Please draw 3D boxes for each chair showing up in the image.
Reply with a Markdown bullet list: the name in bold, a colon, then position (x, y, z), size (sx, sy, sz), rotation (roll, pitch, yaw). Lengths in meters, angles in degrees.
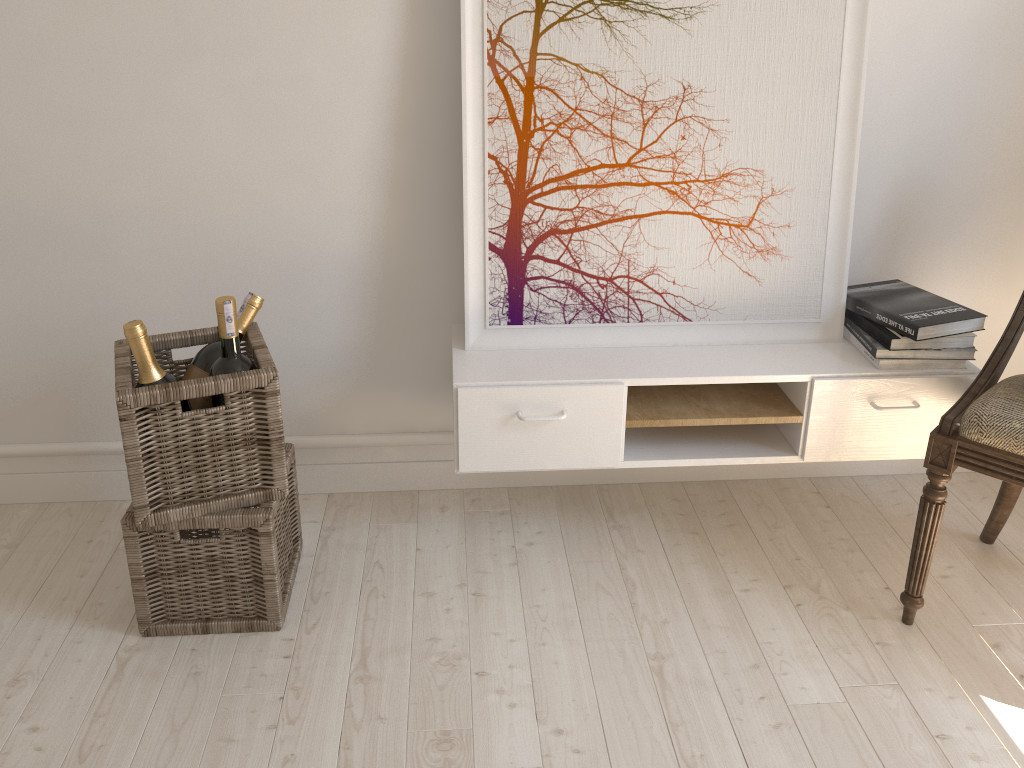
- **chair**: position (1.141, 0.063, 1.662), size (0.528, 0.862, 0.548), rotation (18, 28, 37)

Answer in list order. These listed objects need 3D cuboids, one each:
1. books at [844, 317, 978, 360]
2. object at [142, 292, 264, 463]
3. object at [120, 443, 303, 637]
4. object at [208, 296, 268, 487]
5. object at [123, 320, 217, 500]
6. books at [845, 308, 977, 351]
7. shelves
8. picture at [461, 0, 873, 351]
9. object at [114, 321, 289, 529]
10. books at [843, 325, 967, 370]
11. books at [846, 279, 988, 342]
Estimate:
- **books**: position (0.871, -0.117, 1.973), size (0.212, 0.022, 0.268), rotation (1, 25, 1)
- **object**: position (-0.613, 0.000, 1.765), size (0.097, 0.321, 0.289), rotation (20, 29, 41)
- **object**: position (-0.598, 0.310, 1.812), size (0.276, 0.262, 0.285), rotation (-1, 23, -4)
- **object**: position (-0.523, 0.016, 1.667), size (0.095, 0.365, 0.098), rotation (5, 21, 12)
- **object**: position (-0.628, 0.048, 1.627), size (0.128, 0.349, 0.097), rotation (-9, 23, -22)
- **books**: position (0.868, -0.137, 1.956), size (0.191, 0.027, 0.248), rotation (-2, 25, -6)
- **shelves**: position (0.425, 0.018, 1.992), size (1.114, 0.203, 0.381), rotation (-1, 24, -4)
- **picture**: position (0.321, -0.646, 1.849), size (0.854, 1.125, 0.169), rotation (-1, 21, -4)
- **object**: position (-0.608, 0.067, 1.724), size (0.277, 0.262, 0.284), rotation (-9, 25, -22)
- **books**: position (0.863, -0.093, 1.973), size (0.191, 0.022, 0.250), rotation (-1, 25, -2)
- **books**: position (0.873, -0.168, 1.955), size (0.192, 0.031, 0.267), rotation (-9, 26, -19)
